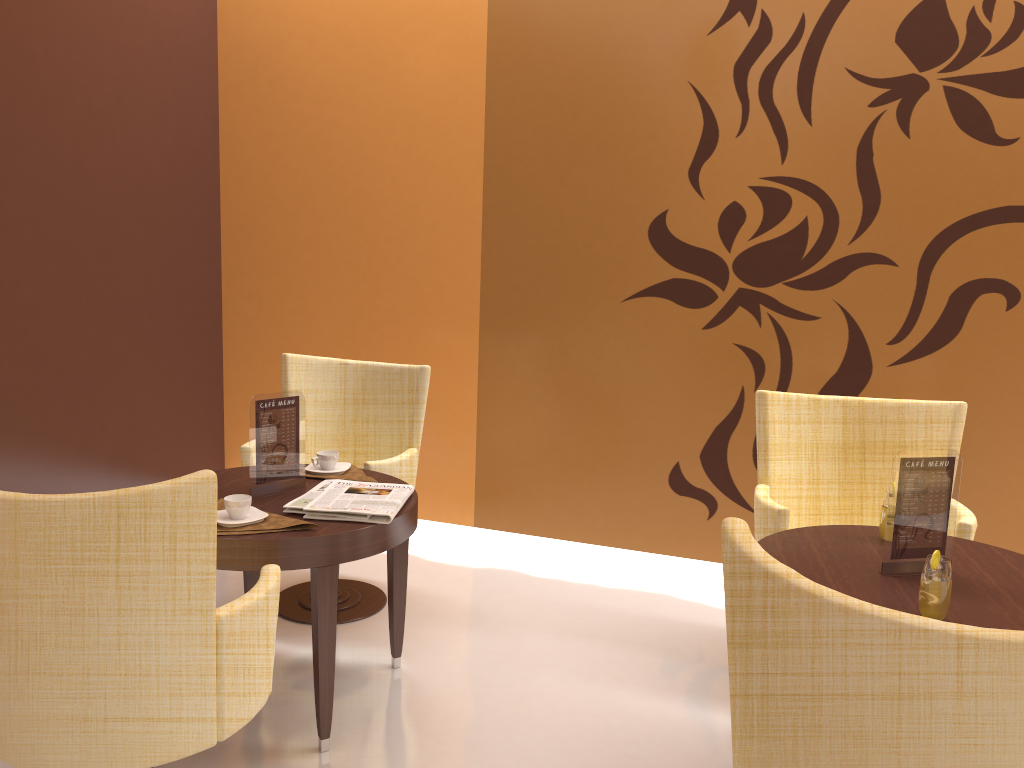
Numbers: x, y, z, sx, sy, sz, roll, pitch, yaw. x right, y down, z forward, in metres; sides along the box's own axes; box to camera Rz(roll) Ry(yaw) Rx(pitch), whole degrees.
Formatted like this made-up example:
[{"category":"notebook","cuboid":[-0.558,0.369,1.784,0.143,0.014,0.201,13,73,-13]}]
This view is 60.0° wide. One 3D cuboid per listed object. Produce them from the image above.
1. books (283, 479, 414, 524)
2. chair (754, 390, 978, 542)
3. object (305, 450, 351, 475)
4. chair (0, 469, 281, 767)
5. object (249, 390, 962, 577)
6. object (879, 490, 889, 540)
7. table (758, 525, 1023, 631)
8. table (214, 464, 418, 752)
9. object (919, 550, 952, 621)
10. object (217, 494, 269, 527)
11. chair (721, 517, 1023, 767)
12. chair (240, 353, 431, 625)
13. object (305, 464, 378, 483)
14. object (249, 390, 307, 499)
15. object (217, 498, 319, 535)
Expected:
[{"category":"books","cuboid":[-0.499,0.368,2.816,0.345,0.035,0.367,3,9,10]},{"category":"chair","cuboid":[1.222,0.563,3.155,0.729,1.017,0.685,3,9,8]},{"category":"object","cuboid":[-0.663,0.282,3.198,0.153,0.069,0.153,2,9,3]},{"category":"chair","cuboid":[-0.953,0.644,2.158,0.729,1.017,0.685,4,9,16]},{"category":"object","cuboid":[0.188,0.266,2.640,2.090,0.335,0.187,4,9,16]},{"category":"object","cuboid":[1.128,0.380,2.634,0.067,0.171,0.072,-2,9,-22]},{"category":"table","cuboid":[1.071,0.843,2.405,0.872,0.679,0.874,-5,11,-38]},{"category":"table","cuboid":[-0.759,0.701,2.947,0.872,0.679,0.874,-4,10,-33]},{"category":"object","cuboid":[0.985,0.463,2.057,0.067,0.171,0.072,2,9,2]},{"category":"object","cuboid":[-0.805,0.368,2.603,0.153,0.069,0.153,-6,12,-43]},{"category":"chair","cuboid":[0.755,0.778,1.640,0.729,1.017,0.685,8,11,36]},{"category":"chair","cuboid":[-0.732,0.412,3.722,0.729,1.017,0.685,5,9,19]},{"category":"object","cuboid":[-0.652,0.309,3.217,0.464,0.021,0.239,4,9,16]},{"category":"object","cuboid":[-0.768,0.193,2.913,0.042,0.335,0.209,10,12,42]},{"category":"object","cuboid":[-0.809,0.399,2.589,0.464,0.021,0.239,8,10,33]}]
